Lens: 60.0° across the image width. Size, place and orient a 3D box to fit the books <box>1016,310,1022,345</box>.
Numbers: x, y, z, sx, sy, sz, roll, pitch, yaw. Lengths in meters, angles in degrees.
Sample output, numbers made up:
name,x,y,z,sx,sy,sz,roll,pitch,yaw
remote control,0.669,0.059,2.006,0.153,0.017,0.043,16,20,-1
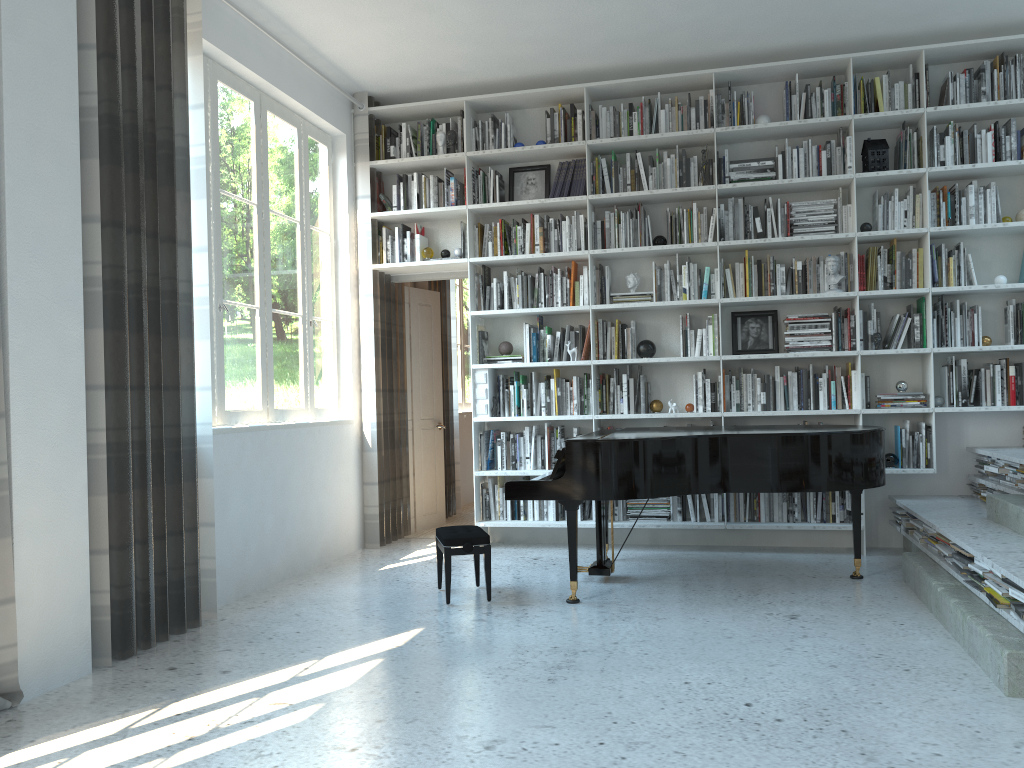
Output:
name,x,y,z,sx,sy,sz,roll,pitch,yaw
books,3.114,-0.341,5.482,0.016,0.215,0.177,-2,-1,14

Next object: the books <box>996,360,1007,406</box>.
name,x,y,z,sx,sy,sz,roll,pitch,yaw
books,3.045,-0.007,5.520,0.012,0.285,0.159,-2,-1,14

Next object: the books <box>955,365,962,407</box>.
name,x,y,z,sx,sy,sz,roll,pitch,yaw
books,2.784,0.015,5.558,0.023,0.256,0.178,-2,-1,14

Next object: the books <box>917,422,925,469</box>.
name,x,y,z,sx,sy,sz,roll,pitch,yaw
books,2.551,0.380,5.530,0.021,0.285,0.172,-2,-1,14

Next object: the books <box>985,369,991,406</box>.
name,x,y,z,sx,sy,sz,roll,pitch,yaw
books,2.954,0.024,5.538,0.024,0.228,0.159,-2,-1,14

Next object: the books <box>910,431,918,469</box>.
name,x,y,z,sx,sy,sz,roll,pitch,yaw
books,2.505,0.411,5.535,0.026,0.225,0.175,-2,-1,14

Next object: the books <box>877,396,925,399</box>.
name,x,y,z,sx,sy,sz,roll,pitch,yaw
books,2.451,0.086,5.595,0.254,0.012,0.161,-2,-1,14

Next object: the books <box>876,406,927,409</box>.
name,x,y,z,sx,sy,sz,roll,pitch,yaw
books,2.454,0.147,5.600,0.285,0.012,0.159,-2,-1,17

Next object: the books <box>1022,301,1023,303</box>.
name,x,y,z,sx,sy,sz,roll,pitch,yaw
books,3.188,-0.378,5.485,0.007,0.285,0.159,-2,-1,14

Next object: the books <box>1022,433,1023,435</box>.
name,x,y,z,sx,sy,sz,roll,pitch,yaw
books,3.353,0.307,5.437,0.345,0.007,0.193,-2,-1,11

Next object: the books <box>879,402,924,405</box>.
name,x,y,z,sx,sy,sz,roll,pitch,yaw
books,2.454,0.123,5.603,0.254,0.012,0.161,-2,-1,20

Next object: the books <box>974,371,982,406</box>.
name,x,y,z,sx,sy,sz,roll,pitch,yaw
books,2.907,0.031,5.543,0.011,0.217,0.175,-2,-1,14

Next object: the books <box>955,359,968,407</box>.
name,x,y,z,sx,sy,sz,roll,pitch,yaw
books,2.809,-0.005,5.551,0.030,0.294,0.188,-2,-1,14

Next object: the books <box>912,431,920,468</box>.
name,x,y,z,sx,sy,sz,roll,pitch,yaw
books,2.527,0.410,5.546,0.012,0.225,0.149,-2,-1,14

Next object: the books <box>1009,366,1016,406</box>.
name,x,y,z,sx,sy,sz,roll,pitch,yaw
books,3.074,0.013,5.493,0.031,0.244,0.184,-2,-1,14

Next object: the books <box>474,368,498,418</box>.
name,x,y,z,sx,sy,sz,roll,pitch,yaw
books,-0.178,0.064,6.266,0.106,0.340,0.307,-2,-1,14

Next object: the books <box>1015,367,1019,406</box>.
name,x,y,z,sx,sy,sz,roll,pitch,yaw
books,3.104,0.015,5.501,0.025,0.238,0.156,-2,-1,14

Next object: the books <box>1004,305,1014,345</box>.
name,x,y,z,sx,sy,sz,roll,pitch,yaw
books,3.086,-0.358,5.505,0.019,0.251,0.130,-2,0,14

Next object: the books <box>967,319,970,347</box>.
name,x,y,z,sx,sy,sz,roll,pitch,yaw
books,2.847,-0.314,5.568,0.013,0.179,0.140,-2,-1,14

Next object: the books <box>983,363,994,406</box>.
name,x,y,z,sx,sy,sz,roll,pitch,yaw
books,2.971,0.004,5.531,0.014,0.268,0.171,-2,-1,14

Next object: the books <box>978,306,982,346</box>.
name,x,y,z,sx,sy,sz,roll,pitch,yaw
books,2.907,-0.352,5.547,0.013,0.251,0.172,-2,-1,14

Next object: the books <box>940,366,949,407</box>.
name,x,y,z,sx,sy,sz,roll,pitch,yaw
books,2.725,0.018,5.591,0.012,0.254,0.161,-2,-1,14

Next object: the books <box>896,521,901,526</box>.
name,x,y,z,sx,sy,sz,roll,pitch,yaw
books,2.503,0.870,5.523,0.171,0.016,0.241,-2,-1,14

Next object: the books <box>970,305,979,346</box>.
name,x,y,z,sx,sy,sz,roll,pitch,yaw
books,2.893,-0.356,5.549,0.014,0.261,0.142,-2,0,14

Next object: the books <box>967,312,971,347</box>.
name,x,y,z,sx,sy,sz,roll,pitch,yaw
books,2.857,-0.336,5.567,0.008,0.223,0.133,-2,-1,14

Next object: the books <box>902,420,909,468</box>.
name,x,y,z,sx,sy,sz,roll,pitch,yaw
books,2.469,0.375,5.571,0.032,0.300,0.149,-2,0,14

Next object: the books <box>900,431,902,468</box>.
name,x,y,z,sx,sy,sz,roll,pitch,yaw
books,2.434,0.412,5.578,0.012,0.229,0.129,-2,-1,14

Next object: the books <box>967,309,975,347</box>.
name,x,y,z,sx,sy,sz,roll,pitch,yaw
books,2.865,-0.344,5.555,0.015,0.238,0.176,-2,-1,14

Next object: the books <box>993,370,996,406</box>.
name,x,y,z,sx,sy,sz,roll,pitch,yaw
books,2.986,0.027,5.533,0.012,0.221,0.153,-2,-1,14

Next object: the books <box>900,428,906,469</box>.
name,x,y,z,sx,sy,sz,roll,pitch,yaw
books,2.443,0.402,5.558,0.014,0.246,0.176,-2,-1,14

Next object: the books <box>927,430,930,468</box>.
name,x,y,z,sx,sy,sz,roll,pitch,yaw
books,2.584,0.405,5.530,0.013,0.233,0.149,-2,-1,14

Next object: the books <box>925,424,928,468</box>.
name,x,y,z,sx,sy,sz,roll,pitch,yaw
books,2.574,0.386,5.547,0.015,0.271,0.157,-2,-1,14

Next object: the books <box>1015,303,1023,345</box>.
name,x,y,z,sx,sy,sz,roll,pitch,yaw
books,3.132,-0.365,5.493,0.015,0.262,0.149,-2,-1,14

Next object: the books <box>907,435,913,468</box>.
name,x,y,z,sx,sy,sz,roll,pitch,yaw
books,2.492,0.423,5.563,0.013,0.202,0.139,-2,-1,14

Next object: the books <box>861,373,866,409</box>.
name,x,y,z,sx,sy,sz,roll,pitch,yaw
books,2.251,0.046,5.716,0.027,0.229,0.141,-2,-1,14

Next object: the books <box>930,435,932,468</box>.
name,x,y,z,sx,sy,sz,roll,pitch,yaw
books,2.600,0.418,5.539,0.012,0.206,0.160,-2,-1,14

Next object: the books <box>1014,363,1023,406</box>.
name,x,y,z,sx,sy,sz,roll,pitch,yaw
books,3.146,0.001,5.480,0.026,0.262,0.173,-2,-1,14

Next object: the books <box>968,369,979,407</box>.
name,x,y,z,sx,sy,sz,roll,pitch,yaw
books,2.870,0.025,5.551,0.065,0.231,0.162,-2,-1,14

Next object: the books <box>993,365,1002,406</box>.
name,x,y,z,sx,sy,sz,roll,pitch,yaw
books,2.999,0.011,5.513,0.025,0.252,0.181,-2,-1,14

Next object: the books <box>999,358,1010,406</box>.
name,x,y,z,sx,sy,sz,roll,pitch,yaw
books,3.052,-0.011,5.496,0.012,0.293,0.175,-2,-1,14

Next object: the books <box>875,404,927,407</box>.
name,x,y,z,sx,sy,sz,roll,pitch,yaw
books,2.456,0.135,5.605,0.285,0.012,0.159,-2,-1,19

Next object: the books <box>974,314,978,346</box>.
name,x,y,z,sx,sy,sz,roll,pitch,yaw
books,2.879,-0.329,5.548,0.014,0.207,0.180,-2,-1,14

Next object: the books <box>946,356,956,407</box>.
name,x,y,z,sx,sy,sz,roll,pitch,yaw
books,2.753,-0.014,5.565,0.010,0.316,0.187,-2,-1,14

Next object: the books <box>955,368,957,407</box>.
name,x,y,z,sx,sy,sz,roll,pitch,yaw
books,2.772,0.024,5.586,0.015,0.240,0.152,-2,-1,14

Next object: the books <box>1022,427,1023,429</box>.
name,x,y,z,sx,sy,sz,roll,pitch,yaw
books,3.352,0.270,5.440,0.345,0.007,0.193,-2,-1,12

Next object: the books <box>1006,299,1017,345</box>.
name,x,y,z,sx,sy,sz,roll,pitch,yaw
books,3.105,-0.378,5.513,0.016,0.289,0.131,-2,0,14

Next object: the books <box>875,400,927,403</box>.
name,x,y,z,sx,sy,sz,roll,pitch,yaw
books,2.453,0.110,5.601,0.285,0.012,0.159,-2,-1,17

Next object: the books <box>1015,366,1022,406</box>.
name,x,y,z,sx,sy,sz,roll,pitch,yaw
books,3.128,0.012,5.502,0.021,0.242,0.131,-2,0,14

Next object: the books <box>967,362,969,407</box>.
name,x,y,z,sx,sy,sz,roll,pitch,yaw
books,2.831,0.003,5.555,0.010,0.277,0.174,-2,-1,14

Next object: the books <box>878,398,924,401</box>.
name,x,y,z,sx,sy,sz,roll,pitch,yaw
books,2.455,0.098,5.605,0.254,0.012,0.161,-2,-1,19

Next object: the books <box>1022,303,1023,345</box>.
name,x,y,z,sx,sy,sz,roll,pitch,yaw
books,3.143,-0.364,5.489,0.008,0.259,0.158,-2,-1,14

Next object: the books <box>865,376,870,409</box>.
name,x,y,z,sx,sy,sz,roll,pitch,yaw
books,2.280,0.054,5.712,0.030,0.210,0.136,-2,-1,14

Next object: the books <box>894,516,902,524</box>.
name,x,y,z,sx,sy,sz,roll,pitch,yaw
books,2.492,0.848,5.526,0.179,0.012,0.261,-2,-1,17

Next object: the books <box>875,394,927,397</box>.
name,x,y,z,sx,sy,sz,roll,pitch,yaw
books,2.453,0.074,5.603,0.285,0.012,0.159,-2,-1,18

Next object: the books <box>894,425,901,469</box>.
name,x,y,z,sx,sy,sz,roll,pitch,yaw
books,2.423,0.394,5.571,0.005,0.264,0.162,-2,-1,14

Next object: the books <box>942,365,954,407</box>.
name,x,y,z,sx,sy,sz,roll,pitch,yaw
books,2.738,0.013,5.568,0.023,0.262,0.186,-2,-1,14

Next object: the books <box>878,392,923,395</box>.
name,x,y,z,sx,sy,sz,roll,pitch,yaw
books,2.451,0.062,5.597,0.254,0.012,0.161,-2,-1,23

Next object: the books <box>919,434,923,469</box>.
name,x,y,z,sx,sy,sz,roll,pitch,yaw
books,2.534,0.416,5.527,0.011,0.212,0.178,-2,-1,14

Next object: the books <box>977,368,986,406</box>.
name,x,y,z,sx,sy,sz,roll,pitch,yaw
books,2.929,0.022,5.548,0.029,0.234,0.142,-2,-1,14
